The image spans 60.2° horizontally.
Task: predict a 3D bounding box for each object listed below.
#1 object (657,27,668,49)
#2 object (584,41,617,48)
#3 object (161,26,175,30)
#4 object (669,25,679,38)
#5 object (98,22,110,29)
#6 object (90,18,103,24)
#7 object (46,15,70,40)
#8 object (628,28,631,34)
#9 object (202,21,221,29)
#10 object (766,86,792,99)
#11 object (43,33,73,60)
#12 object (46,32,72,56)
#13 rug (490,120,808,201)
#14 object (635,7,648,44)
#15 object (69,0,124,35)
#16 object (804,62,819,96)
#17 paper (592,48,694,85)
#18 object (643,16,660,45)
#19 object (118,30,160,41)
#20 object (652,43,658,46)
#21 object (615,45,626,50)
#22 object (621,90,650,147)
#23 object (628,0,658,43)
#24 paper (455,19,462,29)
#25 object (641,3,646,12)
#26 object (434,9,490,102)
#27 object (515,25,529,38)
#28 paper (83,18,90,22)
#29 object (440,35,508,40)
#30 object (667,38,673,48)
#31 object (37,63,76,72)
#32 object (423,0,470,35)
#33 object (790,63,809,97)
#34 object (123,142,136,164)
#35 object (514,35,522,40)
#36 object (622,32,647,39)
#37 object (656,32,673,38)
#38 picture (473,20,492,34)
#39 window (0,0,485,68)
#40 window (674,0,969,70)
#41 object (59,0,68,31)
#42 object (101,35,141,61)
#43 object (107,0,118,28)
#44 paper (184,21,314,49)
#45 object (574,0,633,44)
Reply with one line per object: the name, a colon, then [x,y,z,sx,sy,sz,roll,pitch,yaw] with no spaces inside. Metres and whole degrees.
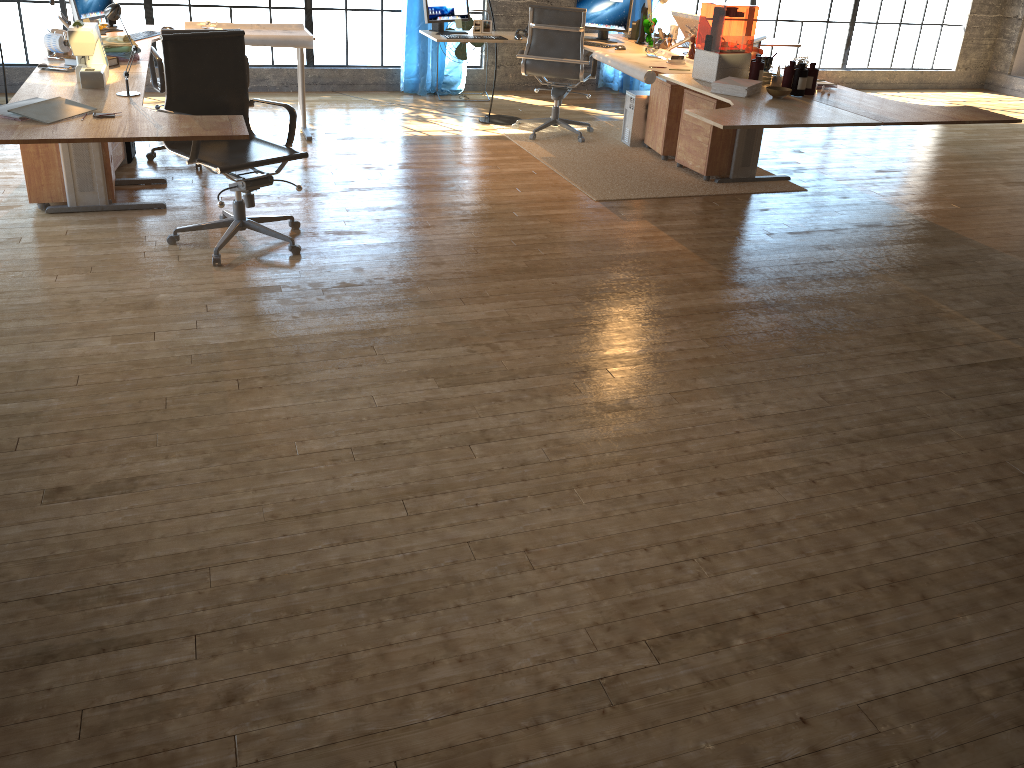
object: [1.164,-2.685,6.847,0.085,0.153,0.085,-11,29,-29]
object: [0.571,-2.658,6.878,0.497,0.011,0.191,22,33,30]
object: [-2.399,-2.478,6.158,0.101,0.033,0.061,10,28,13]
object: [1.394,-3.025,7.578,0.083,0.096,0.112,-1,27,-9]
object: [-2.879,-2.467,6.076,0.205,0.035,0.211,-7,30,-20]
object: [-2.899,-2.495,6.056,0.144,0.031,0.157,-4,29,-14]
object: [-2.745,-2.183,5.423,0.192,0.159,0.174,-14,31,-32]
object: [1.015,-2.961,7.406,0.144,0.031,0.157,-4,29,-14]
object: [-2.153,-2.588,6.365,0.054,0.062,0.163,21,32,31]
object: [1.535,-1.676,5.090,0.149,0.053,0.150,-21,36,-38]
object: [-2.527,-1.879,4.905,0.155,0.131,0.102,10,26,13]
object: [-2.567,-1.928,4.999,0.134,0.124,0.040,-8,27,-23]
rug: [0.917,-1.765,6.752,1.605,0.005,2.278,-6,29,-18]
object: [1.036,-2.848,7.018,0.085,0.268,0.087,15,27,23]
object: [-2.798,-2.544,5.868,0.286,0.376,0.487,6,27,4]
object: [1.771,-1.813,5.238,0.079,0.180,0.082,-2,25,-12]
paper: [0.986,-2.216,6.131,0.583,0.110,0.881,-6,29,-18]
object: [1.087,-2.800,6.992,0.116,0.212,0.253,17,29,25]
object: [-2.488,-2.310,5.853,0.187,0.011,0.509,5,28,3]
object: [1.176,-2.691,6.996,0.132,0.025,0.136,-6,29,-18]
object: [0.817,-2.537,6.656,0.102,0.033,0.060,-22,37,-40]
object: [1.140,-2.094,6.984,0.481,0.396,0.207,-4,26,-14]
object: [1.115,-3.010,7.218,0.286,0.376,0.487,6,27,4]
paper: [-0.423,-2.860,7.012,0.018,0.071,0.079,22,32,34]
object: [1.108,-3.096,7.494,0.085,0.268,0.088,-5,26,-19]
object: [-0.486,-3.136,8.359,0.490,0.773,0.602,-3,26,-14]
object: [0.146,-2.840,7.099,0.279,0.078,0.426,9,28,10]
paper: [-2.773,-2.351,5.773,0.019,0.072,0.081,5,26,4]
object: [-0.290,-2.672,6.802,0.491,0.011,0.193,-7,30,-19]
object: [1.232,-2.670,6.910,0.036,0.076,0.100,15,29,23]
object: [-2.376,-1.653,4.609,0.181,0.025,0.078,8,28,8]
object: [-0.516,-2.956,6.920,0.291,0.377,0.479,23,32,34]
object: [1.691,-1.789,5.183,0.079,0.180,0.082,-2,25,-12]
object: [-2.699,-1.637,5.659,0.481,0.396,0.207,-4,26,-14]
object: [0.050,-2.694,6.861,0.059,0.033,0.105,-1,28,-9]
object: [1.034,-2.933,7.426,0.205,0.035,0.211,-7,30,-20]
object: [1.299,-2.959,7.487,0.135,0.055,0.160,1,28,-5]
picture: [-0.239,-2.865,7.074,0.159,0.101,0.033,-6,26,-18]
window: [-3.356,-3.045,6.379,3.221,1.804,7.130,18,31,25]
window: [-0.419,-3.725,7.999,12.407,1.787,4.009,-20,35,-37]
object: [-2.877,-2.382,5.668,0.085,0.268,0.087,14,26,21]
object: [-2.241,-1.904,4.990,0.256,0.125,0.262,-5,28,-16]
object: [-2.805,-2.630,6.144,0.085,0.268,0.088,-4,26,-17]
paper: [-1.893,-2.506,6.336,0.853,0.110,0.602,-6,29,-18]
object: [0.718,-2.943,7.043,0.472,0.377,0.295,13,27,18]
